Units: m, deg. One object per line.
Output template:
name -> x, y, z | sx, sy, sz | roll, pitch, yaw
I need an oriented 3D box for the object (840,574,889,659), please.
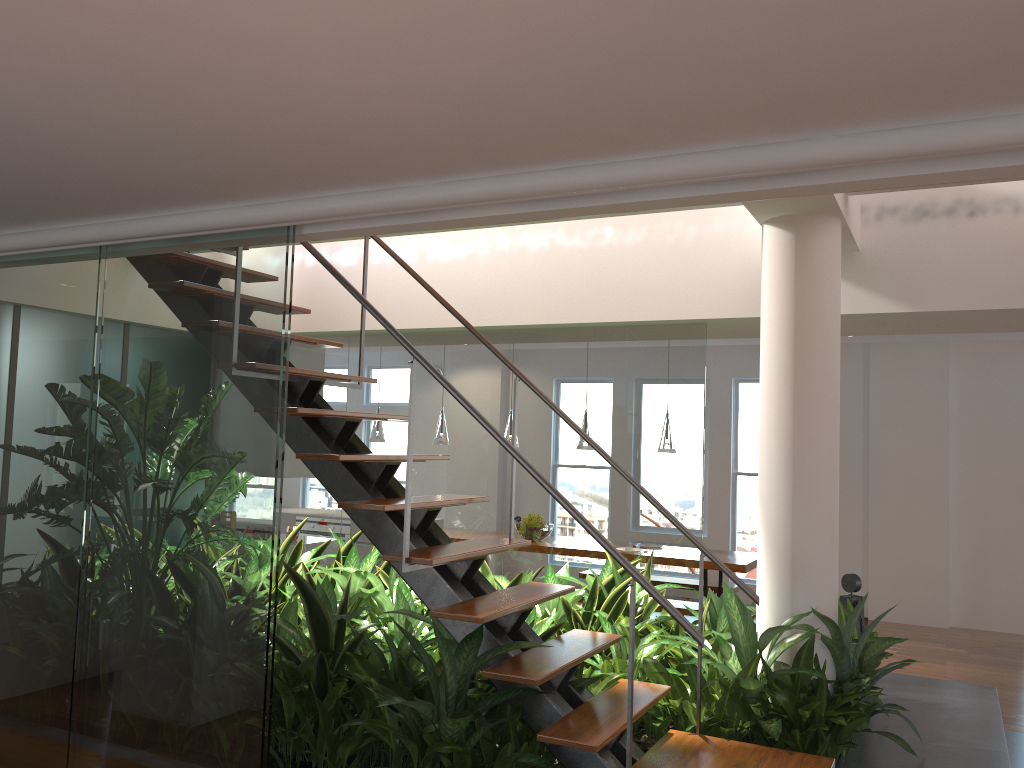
object -> 1.894, 1.314, 4.819 | 0.318, 0.565, 0.134 | 4, -4, -27

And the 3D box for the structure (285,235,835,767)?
structure -> -0.707, -0.409, 4.546 | 4.591, 4.265, 2.552 | 0, -4, 27

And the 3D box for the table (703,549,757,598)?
table -> -0.710, 1.767, 8.487 | 5.996, 0.704, 0.893 | 0, -4, 27

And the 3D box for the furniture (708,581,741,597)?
furniture -> 1.333, 1.968, 8.090 | 1.433, 0.389, 0.316 | 0, -4, 27

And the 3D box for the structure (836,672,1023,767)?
structure -> -0.088, 1.687, 4.302 | 5.584, 0.386, 3.088 | 0, -4, 27
